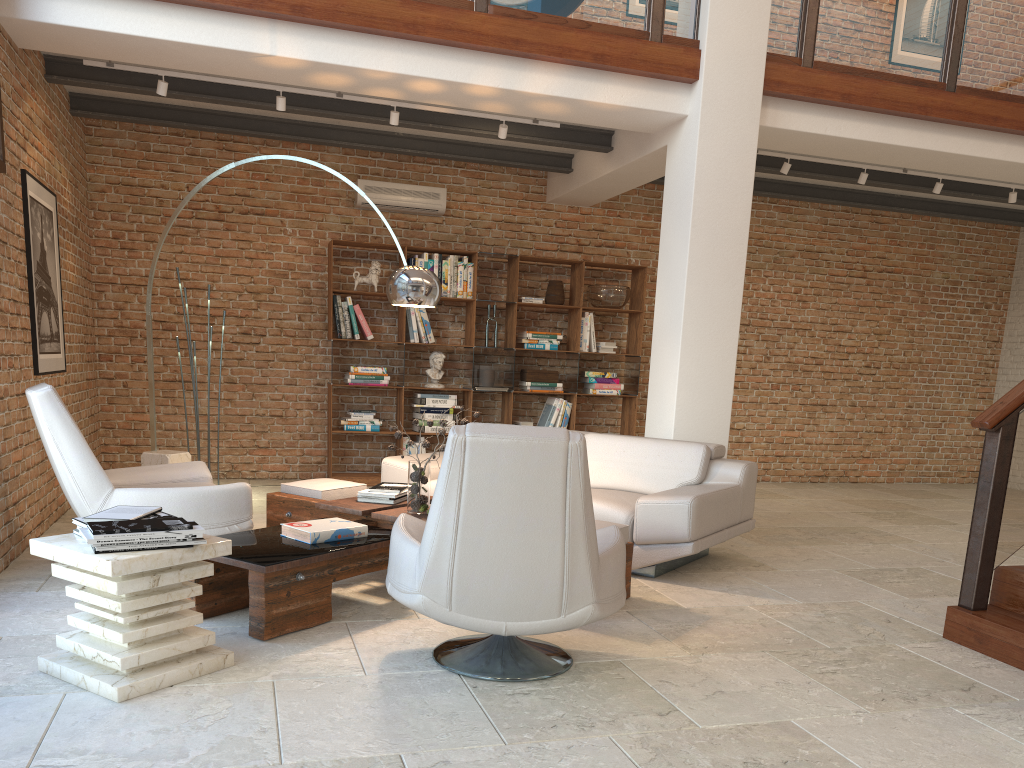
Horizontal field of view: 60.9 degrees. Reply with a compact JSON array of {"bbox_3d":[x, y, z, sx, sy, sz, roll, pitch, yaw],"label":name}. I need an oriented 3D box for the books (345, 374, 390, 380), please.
[{"bbox_3d":[-1.354,-0.064,8.135,0.379,0.037,0.239,2,2,-23],"label":"books"}]

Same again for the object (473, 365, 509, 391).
[{"bbox_3d":[-0.226,-0.059,8.454,0.336,0.239,0.277,1,6,-17],"label":"object"}]

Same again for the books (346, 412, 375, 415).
[{"bbox_3d":[-1.427,0.278,8.228,0.236,0.019,0.167,2,2,-24],"label":"books"}]

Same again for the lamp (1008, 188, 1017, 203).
[{"bbox_3d":[4.289,-1.607,7.465,0.058,0.132,0.086,9,11,33],"label":"lamp"}]

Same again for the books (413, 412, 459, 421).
[{"bbox_3d":[-0.739,0.309,8.403,0.379,0.066,0.239,2,2,-30],"label":"books"}]

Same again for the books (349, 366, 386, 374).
[{"bbox_3d":[-1.350,-0.132,8.140,0.327,0.057,0.249,2,2,-15],"label":"books"}]

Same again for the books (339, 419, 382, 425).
[{"bbox_3d":[-1.433,0.359,8.223,0.380,0.037,0.239,2,2,-17],"label":"books"}]

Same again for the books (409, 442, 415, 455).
[{"bbox_3d":[-0.987,0.719,8.432,0.057,0.338,0.248,-1,9,-17],"label":"books"}]

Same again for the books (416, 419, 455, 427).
[{"bbox_3d":[-0.757,0.369,8.427,0.362,0.057,0.276,2,2,-15],"label":"books"}]

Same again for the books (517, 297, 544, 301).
[{"bbox_3d":[0.169,-0.816,8.390,0.236,0.019,0.167,2,2,-24],"label":"books"}]

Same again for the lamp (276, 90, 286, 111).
[{"bbox_3d":[-1.508,-1.846,5.692,0.061,0.124,0.083,0,9,-15],"label":"lamp"}]

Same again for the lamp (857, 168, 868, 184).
[{"bbox_3d":[2.829,-1.666,7.024,0.061,0.132,0.083,0,9,-15],"label":"lamp"}]

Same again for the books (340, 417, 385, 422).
[{"bbox_3d":[-1.414,0.332,8.213,0.379,0.019,0.239,2,2,-24],"label":"books"}]

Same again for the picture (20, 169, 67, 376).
[{"bbox_3d":[-3.011,-0.669,5.630,0.027,1.227,0.888,-1,9,-17],"label":"picture"}]

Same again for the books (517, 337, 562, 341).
[{"bbox_3d":[0.267,-0.438,8.546,0.379,0.019,0.239,2,2,-24],"label":"books"}]

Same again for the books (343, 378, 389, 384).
[{"bbox_3d":[-1.368,-0.028,8.146,0.380,0.037,0.239,2,2,-22],"label":"books"}]

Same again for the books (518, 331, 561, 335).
[{"bbox_3d":[0.266,-0.495,8.545,0.356,0.021,0.266,2,2,-19],"label":"books"}]

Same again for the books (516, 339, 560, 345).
[{"bbox_3d":[0.248,-0.412,8.557,0.380,0.037,0.239,2,2,-17],"label":"books"}]

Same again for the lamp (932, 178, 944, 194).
[{"bbox_3d":[3.540,-1.638,7.243,0.061,0.132,0.083,0,9,-15],"label":"lamp"}]

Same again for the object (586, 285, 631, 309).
[{"bbox_3d":[0.953,-0.853,8.650,0.435,0.224,0.429,4,4,24],"label":"object"}]

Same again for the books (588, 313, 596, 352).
[{"bbox_3d":[0.764,-0.511,8.703,0.101,0.394,0.237,-1,9,-17],"label":"books"}]

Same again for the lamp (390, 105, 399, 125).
[{"bbox_3d":[-0.797,-1.813,5.912,0.061,0.132,0.083,0,9,-15],"label":"lamp"}]

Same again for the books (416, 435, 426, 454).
[{"bbox_3d":[-0.877,0.694,8.475,0.079,0.395,0.237,-1,9,-17],"label":"books"}]

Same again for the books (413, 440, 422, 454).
[{"bbox_3d":[-0.931,0.720,8.442,0.055,0.338,0.248,-1,9,-17],"label":"books"}]

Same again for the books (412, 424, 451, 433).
[{"bbox_3d":[-0.754,0.430,8.422,0.379,0.066,0.239,2,2,-23],"label":"books"}]

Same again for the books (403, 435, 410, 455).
[{"bbox_3d":[-1.033,0.690,8.420,0.036,0.393,0.237,-1,9,-17],"label":"books"}]

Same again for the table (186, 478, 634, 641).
[{"bbox_3d":[-0.718,0.863,4.554,2.182,0.440,1.949,4,2,34],"label":"table"}]

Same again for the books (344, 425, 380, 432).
[{"bbox_3d":[-1.413,0.406,8.231,0.327,0.057,0.249,3,2,-7],"label":"books"}]

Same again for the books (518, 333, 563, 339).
[{"bbox_3d":[0.272,-0.466,8.533,0.379,0.037,0.239,2,2,-23],"label":"books"}]

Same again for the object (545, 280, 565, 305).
[{"bbox_3d":[0.418,-0.879,8.441,0.191,0.239,0.191,7,9,30],"label":"object"}]

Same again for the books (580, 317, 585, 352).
[{"bbox_3d":[0.644,-0.488,8.649,0.055,0.338,0.248,-1,9,-17],"label":"books"}]

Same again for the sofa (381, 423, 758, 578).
[{"bbox_3d":[0.346,0.714,5.884,2.306,0.776,1.130,4,5,32],"label":"sofa"}]

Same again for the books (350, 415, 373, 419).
[{"bbox_3d":[-1.421,0.305,8.229,0.206,0.034,0.129,2,2,-17],"label":"books"}]

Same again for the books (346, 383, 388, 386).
[{"bbox_3d":[-1.363,0.001,8.161,0.356,0.021,0.266,2,2,-17],"label":"books"}]

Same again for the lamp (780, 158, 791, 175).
[{"bbox_3d":[2.139,-1.694,6.810,0.085,0.132,0.059,10,13,42],"label":"lamp"}]

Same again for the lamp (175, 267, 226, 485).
[{"bbox_3d":[-2.546,0.008,7.124,0.196,1.869,0.412,13,15,42],"label":"lamp"}]

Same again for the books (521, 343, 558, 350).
[{"bbox_3d":[0.268,-0.364,8.564,0.327,0.057,0.249,3,2,-7],"label":"books"}]

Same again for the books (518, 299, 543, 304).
[{"bbox_3d":[0.175,-0.789,8.391,0.206,0.034,0.129,2,2,-17],"label":"books"}]

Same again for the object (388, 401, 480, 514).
[{"bbox_3d":[-0.379,0.392,4.711,0.311,0.622,0.537,12,11,43],"label":"object"}]

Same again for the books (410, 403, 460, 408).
[{"bbox_3d":[-0.745,0.209,8.381,0.445,0.021,0.266,2,2,-17],"label":"books"}]

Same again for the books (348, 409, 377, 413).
[{"bbox_3d":[-1.411,0.252,8.206,0.252,0.017,0.158,2,2,-17],"label":"books"}]

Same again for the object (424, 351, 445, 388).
[{"bbox_3d":[-0.732,-0.137,8.313,0.196,0.359,0.188,2,9,-2],"label":"object"}]

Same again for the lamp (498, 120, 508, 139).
[{"bbox_3d":[-0.064,-1.790,6.145,0.061,0.118,0.092,1,8,-10],"label":"lamp"}]

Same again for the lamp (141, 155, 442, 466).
[{"bbox_3d":[-1.389,-0.161,5.369,2.021,2.414,0.311,5,12,18],"label":"lamp"}]

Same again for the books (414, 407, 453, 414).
[{"bbox_3d":[-0.759,0.247,8.372,0.326,0.057,0.249,2,2,-22],"label":"books"}]

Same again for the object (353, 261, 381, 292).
[{"bbox_3d":[-1.316,-0.982,7.909,0.252,0.290,0.126,2,10,-9],"label":"object"}]

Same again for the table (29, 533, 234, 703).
[{"bbox_3d":[-1.407,0.826,3.261,0.489,0.517,0.488,7,8,33],"label":"table"}]

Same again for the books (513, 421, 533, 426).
[{"bbox_3d":[0.113,0.391,8.703,0.132,0.034,0.201,2,2,-22],"label":"books"}]

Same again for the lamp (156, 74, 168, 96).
[{"bbox_3d":[-2.198,-1.869,5.479,0.085,0.132,0.059,10,13,42],"label":"lamp"}]

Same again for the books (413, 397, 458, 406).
[{"bbox_3d":[-0.740,0.165,8.391,0.379,0.066,0.239,2,2,-23],"label":"books"}]

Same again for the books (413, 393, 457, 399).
[{"bbox_3d":[-0.741,0.114,8.375,0.380,0.037,0.239,2,2,-17],"label":"books"}]

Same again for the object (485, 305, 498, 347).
[{"bbox_3d":[-0.196,-0.553,8.335,0.121,0.410,0.060,0,12,-14],"label":"object"}]

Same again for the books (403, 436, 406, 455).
[{"bbox_3d":[-1.063,0.689,8.395,0.036,0.393,0.237,-1,9,-17],"label":"books"}]
